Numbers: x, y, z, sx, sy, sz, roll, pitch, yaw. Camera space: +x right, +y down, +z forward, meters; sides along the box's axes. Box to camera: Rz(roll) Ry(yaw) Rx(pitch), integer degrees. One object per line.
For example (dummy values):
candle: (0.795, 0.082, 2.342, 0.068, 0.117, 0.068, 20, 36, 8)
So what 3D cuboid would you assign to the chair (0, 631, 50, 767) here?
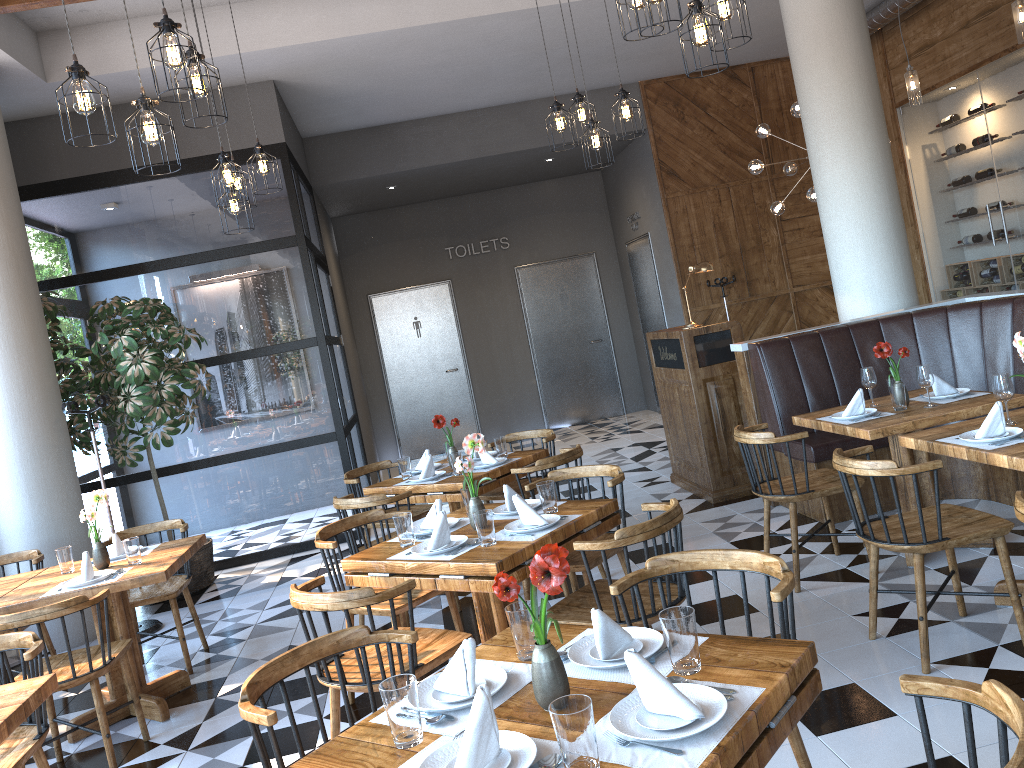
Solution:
chair: (-1.862, 1.363, 3.069, 0.520, 0.816, 0.550, -11, 2, -6)

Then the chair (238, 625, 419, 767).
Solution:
chair: (-0.341, 1.113, 2.306, 0.548, 0.816, 0.522, -10, 3, 39)

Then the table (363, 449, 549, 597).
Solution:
table: (-0.278, 0.908, 5.629, 0.861, 0.763, 0.868, -9, 3, 39)

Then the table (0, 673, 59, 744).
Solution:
table: (-1.772, 1.415, 2.420, 0.851, 0.763, 0.851, -11, 3, -6)

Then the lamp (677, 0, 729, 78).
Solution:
lamp: (0.614, -2.313, 3.657, 0.175, 2.069, 0.174, -12, 1, -23)

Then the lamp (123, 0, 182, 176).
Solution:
lamp: (-1.609, -1.864, 3.509, 0.175, 2.069, 0.175, -11, 1, -12)

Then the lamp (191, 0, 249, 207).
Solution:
lamp: (-1.825, -2.063, 5.134, 0.175, 2.069, 0.174, -12, 2, -27)

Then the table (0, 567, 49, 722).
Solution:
table: (-2.861, 1.495, 4.462, 0.851, 0.763, 0.851, -11, 3, -6)

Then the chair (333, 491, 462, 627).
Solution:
chair: (-0.677, 0.993, 5.125, 0.517, 0.816, 0.552, -10, 3, 39)

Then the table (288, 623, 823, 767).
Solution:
table: (0.164, 1.067, 1.915, 0.861, 0.763, 0.868, -9, 3, 39)

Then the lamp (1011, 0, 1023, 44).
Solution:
lamp: (2.571, -2.800, 4.732, 0.078, 1.962, 0.078, -12, 1, -21)

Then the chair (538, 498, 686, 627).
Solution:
chair: (0.434, 0.891, 3.353, 0.548, 0.816, 0.522, -10, 3, 39)

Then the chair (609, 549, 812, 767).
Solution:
chair: (0.547, 0.931, 2.412, 0.517, 0.816, 0.552, -10, 3, 39)

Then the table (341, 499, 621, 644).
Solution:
table: (-0.056, 0.987, 3.762, 0.861, 0.763, 0.868, -9, 3, 39)

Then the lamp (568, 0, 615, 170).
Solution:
lamp: (0.360, -2.390, 5.578, 0.174, 2.069, 0.176, -10, 2, 37)

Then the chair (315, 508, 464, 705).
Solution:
chair: (-0.561, 1.034, 4.153, 0.548, 0.816, 0.522, -10, 3, 39)

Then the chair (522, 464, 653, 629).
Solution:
chair: (0.327, 0.852, 4.258, 0.517, 0.816, 0.552, -10, 3, 39)

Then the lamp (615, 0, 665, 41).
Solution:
lamp: (0.360, -2.504, 3.744, 0.175, 2.069, 0.174, -12, 1, -23)

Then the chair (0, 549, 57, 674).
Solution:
chair: (-2.939, 1.440, 5.112, 0.520, 0.816, 0.550, -11, 2, -6)

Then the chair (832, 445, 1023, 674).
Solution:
chair: (1.644, 0.640, 3.539, 0.550, 0.816, 0.519, -11, 2, -6)

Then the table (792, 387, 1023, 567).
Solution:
table: (2.136, 0.493, 4.703, 0.851, 0.763, 0.851, -11, 3, -6)

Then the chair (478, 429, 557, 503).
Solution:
chair: (0.091, 0.772, 6.157, 0.517, 0.816, 0.552, -10, 3, 39)

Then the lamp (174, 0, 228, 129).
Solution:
lamp: (-1.445, -2.079, 3.581, 0.175, 2.069, 0.174, -12, 1, -23)

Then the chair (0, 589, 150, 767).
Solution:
chair: (-1.963, 1.326, 3.914, 0.520, 0.816, 0.550, -11, 2, -6)

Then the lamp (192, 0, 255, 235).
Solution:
lamp: (-1.854, -1.938, 5.352, 0.175, 2.069, 0.175, -11, 1, 6)

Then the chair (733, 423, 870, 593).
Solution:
chair: (1.514, 0.593, 4.634, 0.550, 0.816, 0.519, -11, 2, -6)

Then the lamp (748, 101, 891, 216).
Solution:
lamp: (2.875, -2.553, 8.473, 1.182, 2.190, 1.166, -9, 3, 45)

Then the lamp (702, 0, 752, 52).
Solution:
lamp: (0.745, -2.482, 3.807, 0.174, 2.069, 0.176, -10, 2, 34)

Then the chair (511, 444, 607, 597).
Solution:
chair: (0.210, 0.810, 5.231, 0.548, 0.816, 0.522, -10, 3, 39)

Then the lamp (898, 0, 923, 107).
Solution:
lamp: (2.459, -2.788, 5.778, 0.078, 1.962, 0.078, -11, 1, 26)

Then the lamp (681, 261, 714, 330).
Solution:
lamp: (1.441, -0.551, 6.804, 0.447, 0.756, 0.169, -12, 2, -31)

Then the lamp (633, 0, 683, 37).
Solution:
lamp: (0.402, -2.440, 3.539, 0.176, 2.069, 0.174, -12, 2, -34)

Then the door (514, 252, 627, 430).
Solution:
door: (0.846, -0.617, 12.721, 1.208, 2.391, 0.114, -11, 1, -7)

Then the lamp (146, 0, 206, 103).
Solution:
lamp: (-1.466, -2.119, 3.372, 0.175, 2.069, 0.175, -11, 1, -12)

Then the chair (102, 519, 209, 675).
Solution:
chair: (-2.117, 1.271, 5.210, 0.520, 0.816, 0.550, -11, 2, -6)

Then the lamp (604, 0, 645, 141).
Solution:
lamp: (0.543, -2.555, 5.511, 0.175, 2.069, 0.175, -11, 1, 4)

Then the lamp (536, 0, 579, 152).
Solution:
lamp: (0.140, -2.531, 5.676, 0.174, 2.069, 0.176, -11, 2, 26)

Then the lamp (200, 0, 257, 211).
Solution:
lamp: (-1.899, -2.121, 5.563, 0.175, 2.069, 0.175, -11, 1, -5)

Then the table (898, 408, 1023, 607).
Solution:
table: (2.266, 0.540, 3.607, 0.851, 0.763, 0.851, -11, 3, -6)

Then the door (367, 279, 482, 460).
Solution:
door: (-1.213, -0.195, 12.475, 1.208, 2.391, 0.114, -11, 1, -7)

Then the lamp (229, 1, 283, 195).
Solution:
lamp: (-1.719, -2.209, 5.487, 0.175, 2.069, 0.175, -11, 1, 6)

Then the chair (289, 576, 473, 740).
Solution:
chair: (-0.454, 1.073, 3.248, 0.517, 0.816, 0.552, -10, 3, 39)

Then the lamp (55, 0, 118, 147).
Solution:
lamp: (-1.817, -1.949, 3.388, 0.174, 2.069, 0.176, -10, 2, 45)

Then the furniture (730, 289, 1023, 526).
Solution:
furniture: (2.985, 0.230, 3.161, 1.919, 1.149, 6.592, -12, 4, -6)

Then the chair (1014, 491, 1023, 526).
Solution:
chair: (1.775, 0.687, 2.445, 0.550, 0.816, 0.519, -11, 2, -6)

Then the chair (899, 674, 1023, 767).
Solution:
chair: (0.654, 0.970, 1.506, 0.548, 0.816, 0.522, -10, 3, 39)

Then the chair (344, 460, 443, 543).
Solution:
chair: (-0.785, 0.954, 6.031, 0.548, 0.816, 0.522, -10, 3, 39)

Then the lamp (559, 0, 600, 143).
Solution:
lamp: (0.289, -2.626, 5.803, 0.174, 2.069, 0.176, -10, 2, 37)

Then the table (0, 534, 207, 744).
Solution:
table: (-2.027, 1.323, 4.561, 0.851, 0.763, 0.851, -11, 3, -6)
